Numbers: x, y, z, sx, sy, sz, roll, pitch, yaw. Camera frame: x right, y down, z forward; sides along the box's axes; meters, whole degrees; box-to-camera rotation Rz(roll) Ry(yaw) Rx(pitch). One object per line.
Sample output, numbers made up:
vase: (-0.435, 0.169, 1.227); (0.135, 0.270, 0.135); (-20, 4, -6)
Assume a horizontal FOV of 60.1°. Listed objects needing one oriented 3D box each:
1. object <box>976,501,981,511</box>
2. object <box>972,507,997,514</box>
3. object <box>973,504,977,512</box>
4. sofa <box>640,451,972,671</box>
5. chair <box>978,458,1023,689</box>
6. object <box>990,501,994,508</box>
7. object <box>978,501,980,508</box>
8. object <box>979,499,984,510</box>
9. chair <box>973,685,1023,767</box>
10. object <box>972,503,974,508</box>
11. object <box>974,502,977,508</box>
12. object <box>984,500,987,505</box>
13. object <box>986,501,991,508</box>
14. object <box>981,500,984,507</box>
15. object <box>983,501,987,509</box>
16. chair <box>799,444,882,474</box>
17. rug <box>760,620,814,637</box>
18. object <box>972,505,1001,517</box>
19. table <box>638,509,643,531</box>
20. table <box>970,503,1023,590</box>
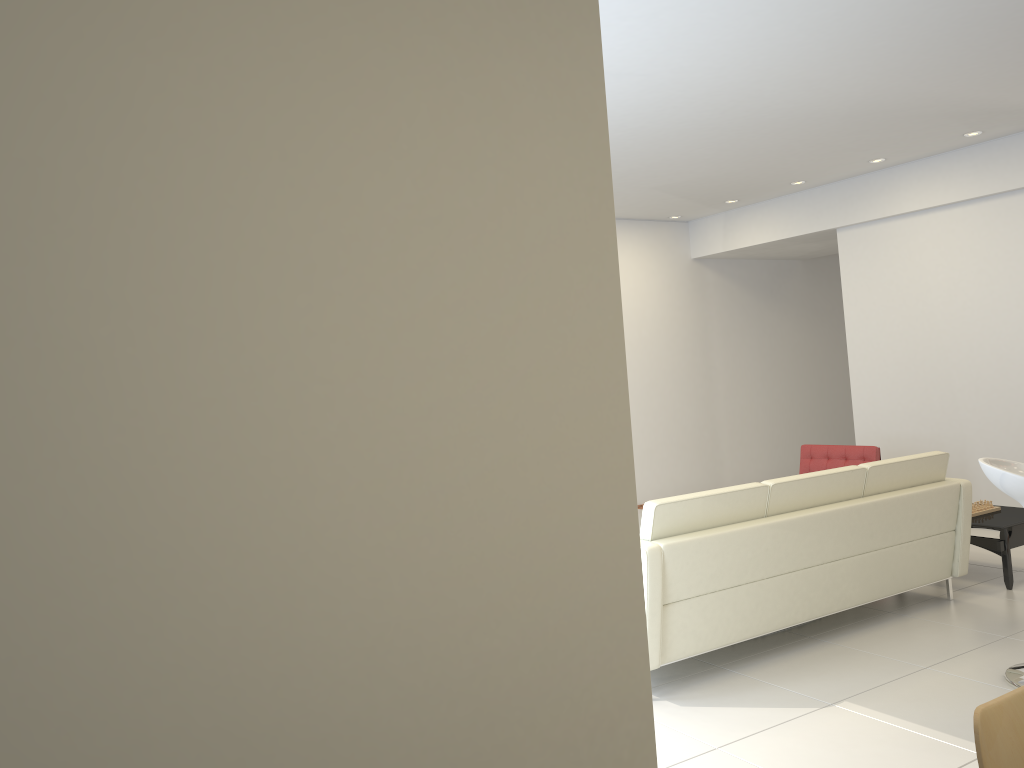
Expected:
object: (3.136, 0.821, 5.962); (0.030, 0.064, 0.030); (-3, -3, -24)
object: (3.082, 0.854, 6.090); (0.347, 0.001, 0.348); (-4, 1, -32)
object: (3.103, 0.828, 5.941); (0.030, 0.055, 0.030); (-3, -2, -24)
sofa: (1.461, 0.953, 5.110); (2.568, 0.925, 0.997); (-4, -1, -32)
chair: (2.441, 0.852, 4.045); (0.463, 1.024, 0.457); (-6, -3, 44)
object: (3.273, 0.820, 6.046); (0.030, 0.044, 0.030); (-3, -2, -24)
object: (3.184, 0.824, 6.038); (0.030, 0.050, 0.030); (-3, -2, -24)
object: (3.170, 0.815, 5.983); (0.030, 0.070, 0.030); (-3, -3, -24)
chair: (1.146, 1.024, 1.513); (0.522, 0.909, 0.514); (-3, -2, -32)
object: (3.116, 0.829, 5.996); (0.030, 0.050, 0.030); (-3, -2, -24)
object: (3.150, 0.826, 6.017); (0.030, 0.050, 0.030); (-3, -2, -24)
object: (3.252, 0.819, 6.080); (0.030, 0.050, 0.030); (-3, -2, -24)
object: (3.239, 0.819, 6.025); (0.030, 0.052, 0.030); (-2, -3, -39)
object: (3.218, 0.821, 6.059); (0.030, 0.050, 0.030); (-3, -2, -24)
object: (3.205, 0.820, 6.004); (0.030, 0.055, 0.030); (-3, -2, -24)
chair: (2.484, 0.924, 7.054); (0.707, 0.819, 0.697); (-3, -2, -37)
rug: (0.960, 1.444, 6.135); (3.332, 0.005, 2.436); (-4, 1, -30)
object: (3.083, 0.865, 6.089); (0.361, 0.021, 0.359); (-4, 1, -32)
table: (0.537, 1.267, 6.830); (1.322, 0.405, 1.533); (-4, 0, -33)
table: (3.112, 1.085, 6.045); (0.702, 0.423, 0.914); (-4, 0, -32)
